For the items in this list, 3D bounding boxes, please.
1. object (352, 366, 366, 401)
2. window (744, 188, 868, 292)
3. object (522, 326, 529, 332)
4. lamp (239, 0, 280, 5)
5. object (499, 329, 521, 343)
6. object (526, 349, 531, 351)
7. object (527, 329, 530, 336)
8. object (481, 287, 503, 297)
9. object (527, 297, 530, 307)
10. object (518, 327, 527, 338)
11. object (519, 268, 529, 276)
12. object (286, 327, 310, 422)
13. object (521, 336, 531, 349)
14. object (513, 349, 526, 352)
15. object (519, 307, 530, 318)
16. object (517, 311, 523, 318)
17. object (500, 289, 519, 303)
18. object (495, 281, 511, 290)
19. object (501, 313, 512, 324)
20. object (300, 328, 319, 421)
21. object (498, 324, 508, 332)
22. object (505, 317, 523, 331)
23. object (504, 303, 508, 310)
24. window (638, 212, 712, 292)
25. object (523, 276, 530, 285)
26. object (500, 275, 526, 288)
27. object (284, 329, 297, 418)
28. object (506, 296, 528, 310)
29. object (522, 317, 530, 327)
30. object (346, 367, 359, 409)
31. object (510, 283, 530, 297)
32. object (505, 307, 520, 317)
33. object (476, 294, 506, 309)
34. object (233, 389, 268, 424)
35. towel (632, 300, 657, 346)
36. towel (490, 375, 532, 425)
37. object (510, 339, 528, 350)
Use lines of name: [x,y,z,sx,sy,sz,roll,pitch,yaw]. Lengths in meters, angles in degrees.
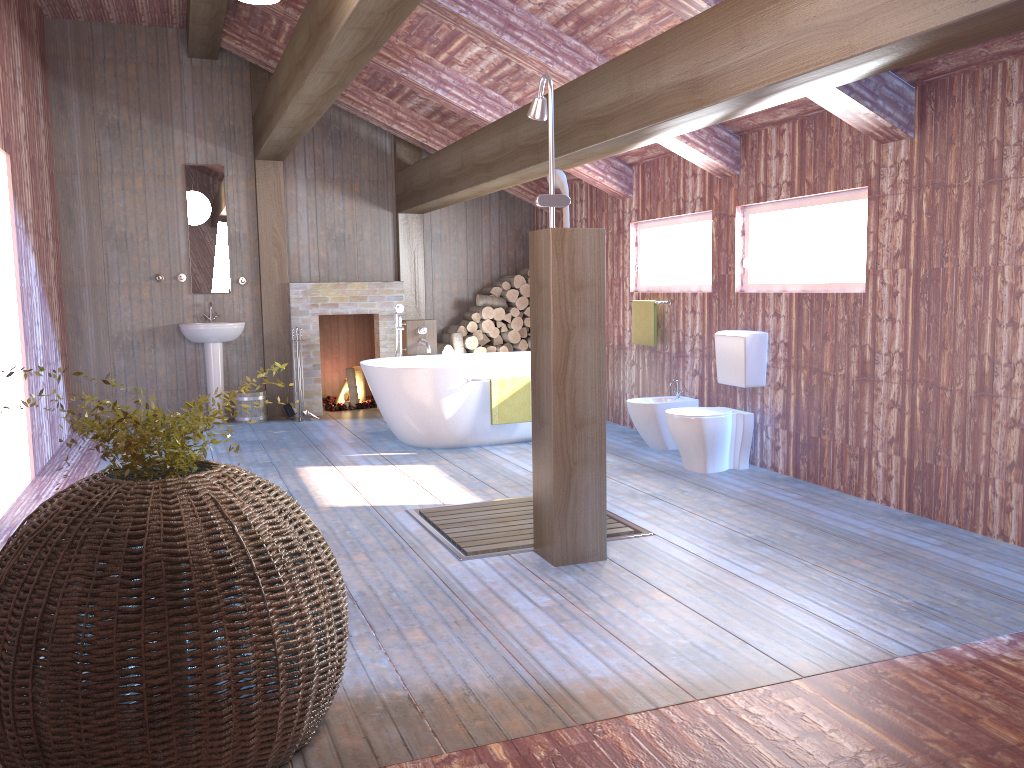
object: [-1.641,0.034,9.497,0.140,0.459,0.266,-1,6,-3]
window: [1.829,-0.864,5.515,0.054,0.587,1.255,-3,7,-20]
object: [0.116,-0.576,9.309,0.065,0.069,0.177,-3,7,-21]
lamp: [-1.010,-2.016,3.435,0.174,1.001,0.174,-6,8,-40]
object: [-0.060,-0.505,9.262,0.141,0.143,0.437,-4,7,-22]
object: [0.122,-0.331,9.458,0.118,0.106,0.319,-4,7,-23]
object: [0.165,-0.554,9.344,0.115,0.112,0.423,-3,7,-20]
object: [-0.212,-0.953,9.262,0.140,0.121,0.319,-3,7,-19]
object: [0.157,-0.860,9.308,0.089,0.106,0.437,-3,7,-20]
object: [0.052,-0.546,9.286,0.111,0.118,0.302,-3,7,-21]
object: [0.165,-1.161,9.319,0.104,0.121,0.270,-3,7,-20]
object: [-2.062,-0.099,8.466,0.276,0.888,0.333,1,7,21]
object: [0.164,-0.438,9.363,0.137,0.133,0.437,-4,7,-22]
object: [0.063,-0.311,9.298,0.116,0.117,0.289,-4,7,-23]
object: [0.119,-0.745,9.337,0.172,0.151,0.482,-3,7,-19]
object: [0.033,-0.712,9.253,0.095,0.090,0.278,-3,7,-19]
object: [-0.073,-0.925,9.234,0.139,0.148,0.458,-3,7,-20]
object: [-0.095,-1.018,9.185,0.094,0.097,0.227,-3,7,-20]
object: [-0.126,-0.682,9.215,0.109,0.124,0.424,-3,7,-21]
object: [-1.968,-0.094,8.434,0.206,0.871,0.126,2,7,22]
object: [-0.123,-0.593,9.233,0.085,0.096,0.280,-3,7,-20]
object: [-0.023,-0.631,9.264,0.136,0.157,0.439,-3,7,-20]
object: [-0.148,-0.825,9.300,0.121,0.124,0.291,-3,7,-20]
window: [1.300,-1.015,6.961,0.054,0.587,1.255,-3,7,-20]
object: [0.154,-1.061,9.309,0.133,0.142,0.456,-3,7,-20]
object: [0.005,-1.067,9.249,0.135,0.139,0.456,-3,7,-20]
object: [-2.110,-0.100,8.392,0.136,0.846,0.062,-6,8,-39]
object: [0.027,-0.840,9.262,0.143,0.151,0.440,-3,7,-20]
object: [0.098,-0.659,9.305,0.102,0.109,0.438,-3,7,-20]
object: [-1.661,0.047,9.246,0.098,0.434,0.283,-4,7,-22]
object: [0.061,-0.977,9.261,0.141,0.143,0.437,-4,7,-22]
object: [-0.044,-0.757,9.238,0.102,0.109,0.438,-3,7,-20]
object: [-0.214,-0.840,9.059,0.302,0.157,0.121,-3,7,-20]
object: [-2.483,0.213,8.419,0.309,0.290,0.308,-2,6,-10]
towel: [1.068,-0.494,7.171,0.032,0.361,0.370,-3,7,-20]
towel: [0.010,0.118,6.701,0.370,0.361,0.032,-4,7,-24]
object: [0.058,-0.419,9.290,0.114,0.113,0.301,-4,7,-23]
